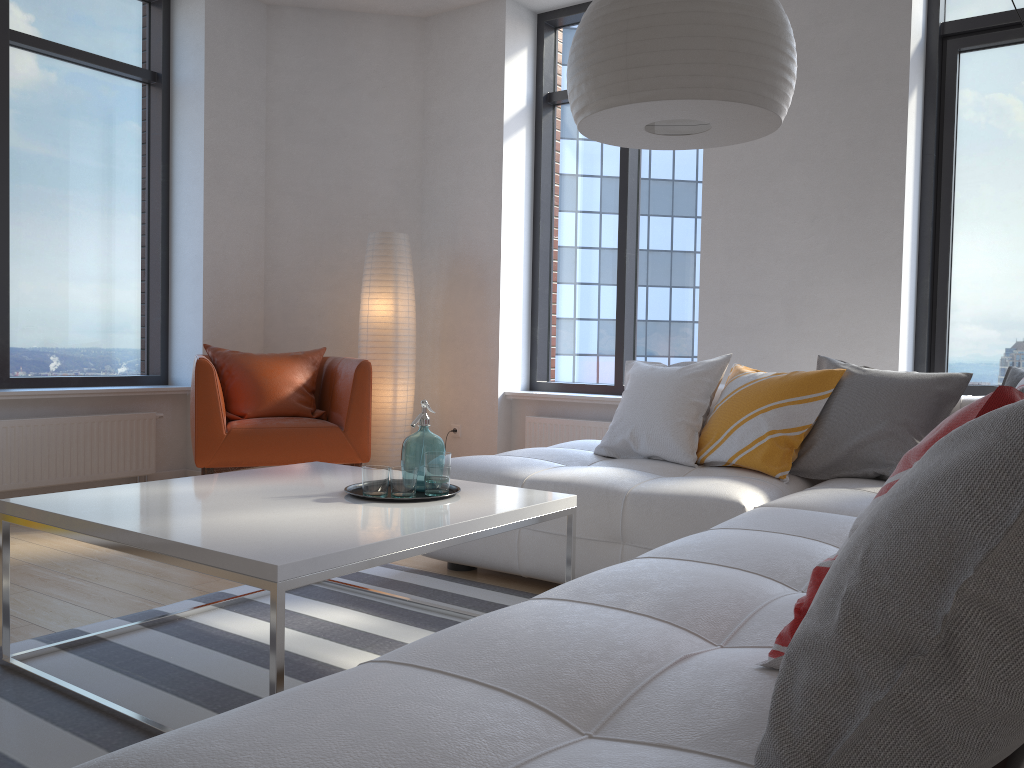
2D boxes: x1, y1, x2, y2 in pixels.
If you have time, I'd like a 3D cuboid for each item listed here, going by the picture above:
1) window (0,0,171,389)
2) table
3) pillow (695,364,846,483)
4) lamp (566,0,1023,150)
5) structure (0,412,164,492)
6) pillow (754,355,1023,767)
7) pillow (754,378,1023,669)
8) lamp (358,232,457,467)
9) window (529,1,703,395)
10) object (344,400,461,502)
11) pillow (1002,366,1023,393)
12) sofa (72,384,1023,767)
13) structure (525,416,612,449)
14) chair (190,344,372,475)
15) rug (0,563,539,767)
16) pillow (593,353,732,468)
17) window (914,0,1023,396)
[{"bbox_3d":[-2.735,-1.177,4.700,0.170,2.402,1.960,3,3,35],"label":"window"},{"bbox_3d":[-0.576,0.527,2.438,1.091,0.435,1.091,3,3,35],"label":"table"},{"bbox_3d":[0.985,0.160,2.649,0.630,0.440,2.095,1,2,-8],"label":"pillow"},{"bbox_3d":[1.653,-0.539,2.847,3.199,2.647,0.710,0,2,-19],"label":"lamp"},{"bbox_3d":[-2.480,0.404,4.595,0.110,0.460,1.474,3,3,35],"label":"structure"},{"bbox_3d":[0.798,0.160,2.017,0.647,0.453,2.953,2,2,23],"label":"pillow"},{"bbox_3d":[1.124,0.201,1.905,0.575,0.449,2.250,3,3,33],"label":"pillow"},{"bbox_3d":[-0.539,-0.131,5.382,0.804,1.550,0.502,1,2,-4],"label":"lamp"},{"bbox_3d":[0.716,-1.132,5.383,1.310,2.402,0.170,3,3,35],"label":"window"},{"bbox_3d":[-0.308,0.179,2.527,0.330,0.265,0.330,0,3,-31],"label":"object"},{"bbox_3d":[1.306,0.169,2.176,0.608,0.436,2.120,2,3,31],"label":"pillow"},{"bbox_3d":[0.398,0.415,2.313,2.614,0.732,3.424,3,3,35],"label":"sofa"},{"bbox_3d":[0.518,0.444,5.156,1.015,0.460,0.110,3,3,35],"label":"structure"},{"bbox_3d":[-1.289,0.219,4.829,0.896,0.858,0.843,0,2,-23],"label":"chair"},{"bbox_3d":[-0.616,0.758,2.185,1.662,0.016,2.326,3,3,35],"label":"rug"},{"bbox_3d":[0.895,0.128,2.954,0.580,0.456,2.156,0,2,-29],"label":"pillow"},{"bbox_3d":[2.594,-1.043,4.057,1.310,2.402,0.170,3,3,35],"label":"window"}]
